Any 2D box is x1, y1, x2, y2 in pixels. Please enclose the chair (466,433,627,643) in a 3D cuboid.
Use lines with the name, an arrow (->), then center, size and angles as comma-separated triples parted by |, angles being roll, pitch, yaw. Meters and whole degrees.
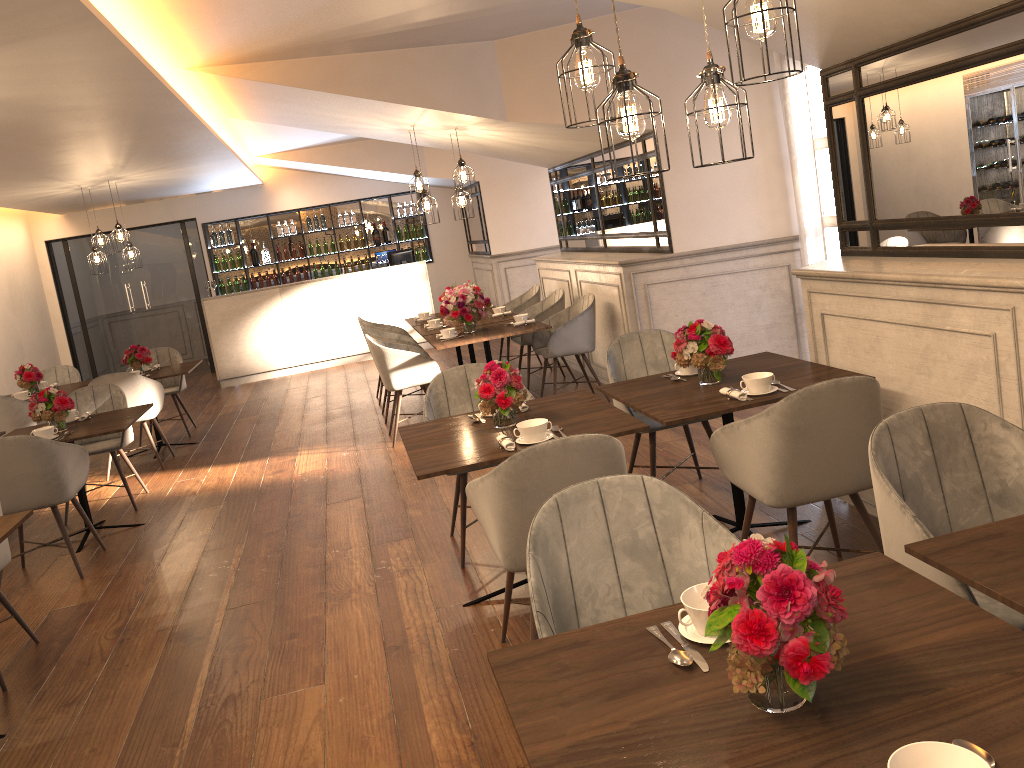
chair -> 0.172, 0.554, 3.104 | 0.566, 0.866, 0.529 | -11, 8, -10

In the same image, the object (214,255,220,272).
object -> -4.432, -1.806, 13.278 | 0.066, 0.259, 0.066 | -14, 9, -32

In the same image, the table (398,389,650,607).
table -> 0.058, 0.528, 3.756 | 0.898, 0.715, 0.902 | -11, 9, -10

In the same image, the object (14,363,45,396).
object -> -4.272, -0.051, 7.859 | 0.236, 0.299, 0.305 | -15, 11, -35

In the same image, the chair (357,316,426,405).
chair -> -1.196, -0.289, 8.802 | 0.527, 0.866, 0.568 | -11, 8, -10

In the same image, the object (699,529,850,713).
object -> 0.417, 0.378, 1.453 | 0.234, 0.299, 0.308 | -8, 9, 9

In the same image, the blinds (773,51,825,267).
blinds -> 2.148, -1.198, 5.668 | 0.134, 2.679, 1.388 | -11, 8, -10

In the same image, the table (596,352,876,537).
table -> 0.984, 0.342, 3.931 | 0.898, 0.715, 0.902 | -11, 9, -10

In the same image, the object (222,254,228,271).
object -> -4.325, -1.827, 13.299 | 0.066, 0.259, 0.066 | -14, 9, -32

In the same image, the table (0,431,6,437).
table -> -3.703, 0.821, 5.503 | 0.898, 0.715, 0.902 | -11, 9, -10

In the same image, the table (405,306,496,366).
table -> -0.544, -0.352, 8.973 | 0.898, 0.715, 0.902 | -11, 9, -10

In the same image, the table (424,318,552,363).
table -> -0.162, -0.071, 7.142 | 0.898, 0.715, 0.902 | -11, 9, -10

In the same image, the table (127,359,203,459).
table -> -3.279, 0.265, 8.095 | 0.898, 0.715, 0.902 | -11, 9, -10

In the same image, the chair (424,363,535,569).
chair -> -0.128, 0.362, 4.393 | 0.566, 0.866, 0.529 | -11, 8, -10

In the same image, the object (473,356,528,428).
object -> -0.055, 0.031, 3.715 | 0.234, 0.299, 0.308 | -8, 9, 9

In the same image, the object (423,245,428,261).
object -> -1.366, -2.058, 13.896 | 0.066, 0.259, 0.066 | -14, 9, -32

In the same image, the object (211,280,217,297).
object -> -3.912, -1.256, 11.640 | 0.065, 0.206, 0.146 | -12, 9, -19

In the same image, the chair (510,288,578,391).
chair -> 0.273, -0.409, 8.148 | 0.527, 0.866, 0.568 | -11, 8, -10

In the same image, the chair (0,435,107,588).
chair -> -2.707, 0.670, 5.020 | 0.566, 0.866, 0.529 | -11, 8, -10

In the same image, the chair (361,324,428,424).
chair -> -1.006, -0.149, 7.887 | 0.527, 0.866, 0.568 | -11, 8, -10

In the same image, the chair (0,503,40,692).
chair -> -2.438, 0.854, 3.804 | 0.566, 0.866, 0.529 | -11, 8, -10

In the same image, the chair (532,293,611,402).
chair -> 0.464, -0.269, 7.233 | 0.527, 0.866, 0.568 | -11, 8, -10

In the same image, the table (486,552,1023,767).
table -> 0.530, 0.875, 1.490 | 0.898, 0.715, 0.902 | -11, 9, -10

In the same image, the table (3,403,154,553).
table -> -2.776, 0.635, 5.679 | 0.898, 0.715, 0.902 | -11, 9, -10

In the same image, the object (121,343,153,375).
object -> -3.410, -0.225, 8.030 | 0.304, 0.299, 0.236 | -3, 11, 36

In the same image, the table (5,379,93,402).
table -> -4.206, 0.451, 7.918 | 0.898, 0.715, 0.902 | -11, 9, -10

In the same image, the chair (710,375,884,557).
chair -> 1.099, 0.368, 3.280 | 0.566, 0.866, 0.529 | -11, 8, -10

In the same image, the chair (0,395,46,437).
chair -> -4.136, 0.486, 7.259 | 0.566, 0.866, 0.529 | -11, 8, -10

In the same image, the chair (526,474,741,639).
chair -> 0.344, 0.709, 2.127 | 0.566, 0.866, 0.529 | -11, 8, -10

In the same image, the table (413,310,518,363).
table -> -0.353, -0.211, 8.057 | 0.898, 0.715, 0.902 | -11, 9, -10

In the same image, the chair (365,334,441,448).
chair -> -0.815, -0.009, 6.971 | 0.527, 0.866, 0.568 | -11, 8, -10

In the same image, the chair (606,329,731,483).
chair -> 0.799, 0.176, 4.569 | 0.566, 0.866, 0.529 | -11, 8, -10

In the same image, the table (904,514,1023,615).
table -> 1.456, 0.689, 1.666 | 0.898, 0.715, 0.902 | -11, 9, -10

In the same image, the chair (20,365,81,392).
chair -> -4.391, 0.285, 8.556 | 0.566, 0.866, 0.529 | -11, 8, -10

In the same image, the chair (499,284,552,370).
chair -> 0.083, -0.549, 9.064 | 0.527, 0.866, 0.568 | -11, 8, -10

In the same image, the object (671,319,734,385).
object -> 0.850, -0.153, 3.900 | 0.236, 0.299, 0.305 | -15, 11, -35

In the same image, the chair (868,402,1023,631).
chair -> 1.270, 0.523, 2.304 | 0.566, 0.866, 0.529 | -11, 8, -10

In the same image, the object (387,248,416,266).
object -> -1.510, -1.696, 12.264 | 0.411, 0.326, 0.130 | -15, 10, -33

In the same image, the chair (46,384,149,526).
chair -> -2.962, 0.469, 6.317 | 0.566, 0.866, 0.529 | -11, 8, -10

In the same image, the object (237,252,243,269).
object -> -4.112, -1.870, 13.339 | 0.066, 0.259, 0.066 | -14, 9, -32

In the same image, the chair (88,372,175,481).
chair -> -3.210, 0.300, 7.435 | 0.566, 0.866, 0.529 | -11, 8, -10

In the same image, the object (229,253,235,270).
object -> -4.219, -1.849, 13.319 | 0.066, 0.259, 0.066 | -14, 9, -32

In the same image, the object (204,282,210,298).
object -> -3.994, -1.239, 11.620 | 0.065, 0.206, 0.065 | -12, 8, -19

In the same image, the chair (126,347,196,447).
chair -> -3.465, 0.099, 8.733 | 0.566, 0.866, 0.529 | -11, 8, -10

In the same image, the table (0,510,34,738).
table -> -2.253, 1.020, 3.167 | 0.898, 0.715, 0.902 | -11, 9, -10

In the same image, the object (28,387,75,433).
object -> -2.885, 0.150, 5.570 | 0.304, 0.299, 0.236 | -6, 9, 22
